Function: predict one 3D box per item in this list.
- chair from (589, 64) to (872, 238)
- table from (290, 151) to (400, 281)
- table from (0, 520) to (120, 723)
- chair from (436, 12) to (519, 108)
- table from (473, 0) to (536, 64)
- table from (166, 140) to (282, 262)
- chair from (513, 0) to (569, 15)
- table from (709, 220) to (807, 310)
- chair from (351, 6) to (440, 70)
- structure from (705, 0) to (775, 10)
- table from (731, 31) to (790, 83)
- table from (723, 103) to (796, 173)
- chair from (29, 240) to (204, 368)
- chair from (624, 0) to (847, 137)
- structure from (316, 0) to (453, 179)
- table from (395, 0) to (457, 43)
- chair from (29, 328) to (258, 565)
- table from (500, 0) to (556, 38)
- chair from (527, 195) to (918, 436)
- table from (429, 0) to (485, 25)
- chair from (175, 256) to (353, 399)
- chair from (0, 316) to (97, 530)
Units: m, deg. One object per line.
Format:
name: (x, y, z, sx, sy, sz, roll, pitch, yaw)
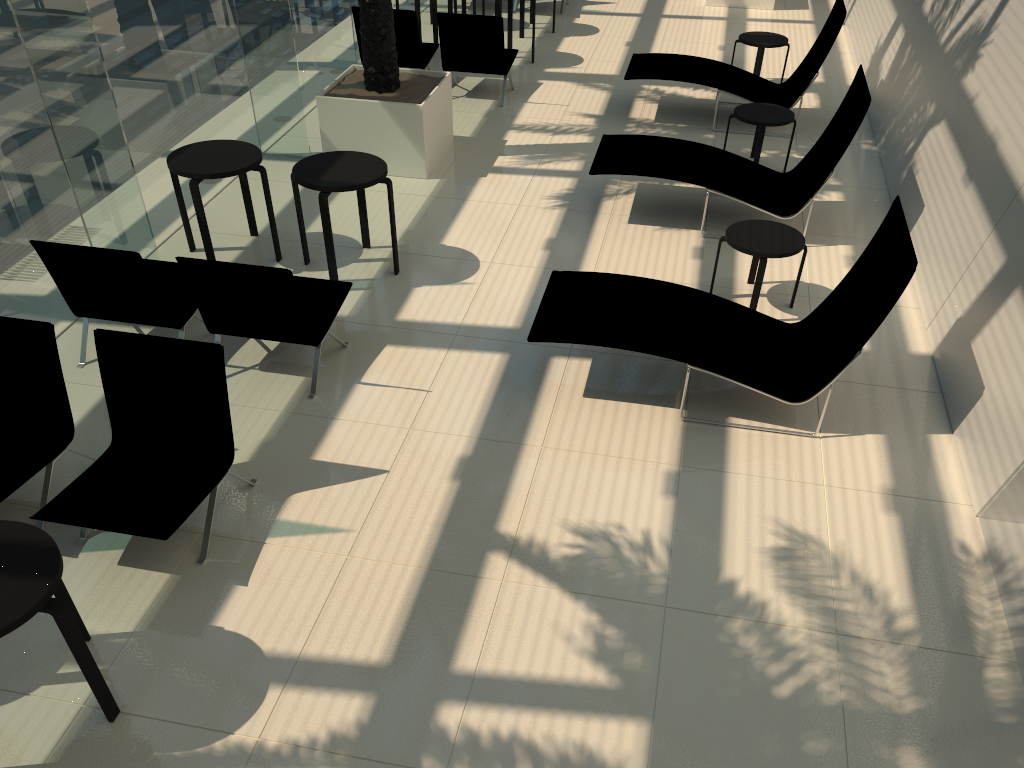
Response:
chair: (1.719, -1.970, 7.227, 2.029, 1.257, 0.846, 7, 39, 8)
table: (-1.246, -1.230, 6.554, 0.655, 0.848, 0.645, -27, 47, -31)
table: (-2.086, 1.072, 3.579, 0.664, 0.848, 0.636, -20, 43, -24)
chair: (-0.360, -3.695, 9.640, 0.713, 0.964, 0.814, 8, 39, 9)
table: (-0.094, -4.351, 10.588, 0.655, 0.848, 0.645, -27, 47, -31)
table: (-2.195, -1.350, 6.686, 0.655, 0.848, 0.645, -27, 47, -31)
chair: (0.416, -5.837, 12.409, 0.713, 0.964, 0.814, 8, 39, 9)
table: (1.787, -0.828, 6.340, 0.538, 0.562, 0.522, -24, 45, -27)
chair: (-1.273, -3.811, 9.767, 0.713, 0.964, 0.814, 8, 39, 9)
structure: (3.610, -8.732, 10.904, 4.441, 7.476, 4.101, -31, 49, -34)
table: (2.849, -3.705, 10.059, 0.534, 0.562, 0.525, -27, 47, -31)
table: (2.326, -2.289, 8.228, 0.538, 0.562, 0.522, -24, 45, -27)
chair: (-2.430, -0.676, 5.715, 0.713, 0.964, 0.814, 8, 39, 9)
chair: (2.242, -3.387, 9.058, 2.029, 1.257, 0.846, 7, 39, 8)
structure: (-1.188, -5.113, 6.031, 4.819, 7.612, 4.069, 4, 39, 4)
table: (-1.044, -4.472, 10.720, 0.655, 0.848, 0.645, -27, 47, -31)
chair: (-1.876, 0.373, 4.382, 0.713, 0.964, 0.814, 8, 39, 9)
table: (0.206, -5.138, 11.606, 0.660, 0.848, 0.641, -24, 45, -27)
chair: (1.180, -0.509, 5.339, 2.029, 1.257, 0.846, 7, 39, 8)
table: (-0.744, -5.259, 11.738, 0.660, 0.848, 0.641, -24, 45, -27)
chair: (-1.516, -0.560, 5.589, 0.713, 0.964, 0.814, 8, 39, 9)
chair: (-2.789, 0.257, 4.509, 0.713, 0.964, 0.814, 8, 39, 9)
